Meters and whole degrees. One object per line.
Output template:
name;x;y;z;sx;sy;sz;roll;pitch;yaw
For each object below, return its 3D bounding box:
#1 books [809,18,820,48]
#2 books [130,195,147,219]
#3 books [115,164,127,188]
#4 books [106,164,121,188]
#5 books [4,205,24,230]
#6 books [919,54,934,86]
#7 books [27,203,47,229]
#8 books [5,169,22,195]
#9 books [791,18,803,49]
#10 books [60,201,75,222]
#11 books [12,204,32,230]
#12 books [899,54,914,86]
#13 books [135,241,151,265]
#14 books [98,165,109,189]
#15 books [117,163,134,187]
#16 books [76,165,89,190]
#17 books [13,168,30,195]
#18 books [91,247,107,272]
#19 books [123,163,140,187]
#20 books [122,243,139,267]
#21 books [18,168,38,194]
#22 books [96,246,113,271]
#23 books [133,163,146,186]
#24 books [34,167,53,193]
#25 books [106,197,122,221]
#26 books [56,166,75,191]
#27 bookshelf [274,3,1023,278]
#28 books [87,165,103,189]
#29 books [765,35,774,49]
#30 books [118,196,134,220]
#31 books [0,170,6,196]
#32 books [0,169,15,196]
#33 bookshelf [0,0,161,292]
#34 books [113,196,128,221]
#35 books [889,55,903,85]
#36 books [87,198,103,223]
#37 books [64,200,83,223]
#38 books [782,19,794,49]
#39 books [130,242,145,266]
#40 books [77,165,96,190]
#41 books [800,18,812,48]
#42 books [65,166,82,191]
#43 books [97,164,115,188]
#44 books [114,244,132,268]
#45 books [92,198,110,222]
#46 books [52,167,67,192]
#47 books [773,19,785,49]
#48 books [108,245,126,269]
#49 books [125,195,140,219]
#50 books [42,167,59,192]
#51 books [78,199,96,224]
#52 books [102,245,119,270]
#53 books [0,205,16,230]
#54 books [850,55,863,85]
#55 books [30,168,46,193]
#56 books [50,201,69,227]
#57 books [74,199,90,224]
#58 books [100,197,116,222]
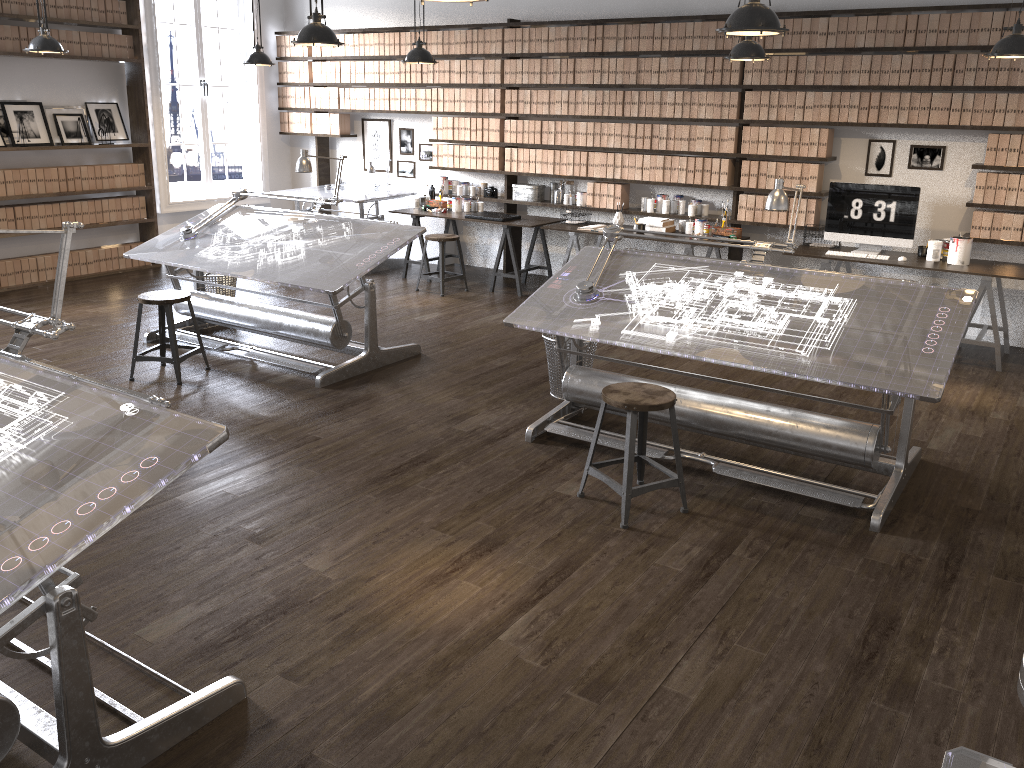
books;2.375;-2.721;6.886;0.067;0.222;0.176;11;19;32
books;-3.828;-1.814;9.060;0.175;0.223;0.067;11;18;32
books;-3.923;-2.076;8.828;0.175;0.223;0.067;11;18;32
books;-3.962;-2.060;8.775;0.175;0.222;0.067;11;18;32
books;-4.520;-1.507;8.044;0.175;0.223;0.067;11;18;32
books;3.060;-2.304;6.518;0.067;0.222;0.176;11;19;32
books;-4.404;-1.559;8.217;0.175;0.223;0.067;11;18;32
books;-4.505;-1.820;7.981;0.175;0.223;0.067;11;18;32
books;2.264;-2.746;6.958;0.067;0.223;0.176;11;19;32
books;-4.248;-1.627;8.439;0.175;0.223;0.067;11;18;32
books;-4.483;-1.526;8.106;0.175;0.222;0.067;11;18;32
books;2.945;-2.328;6.586;0.067;0.223;0.176;11;19;32
books;-3.833;-1.358;9.193;0.175;0.222;0.067;11;18;32
books;-4.031;-2.028;8.669;0.175;0.223;0.067;11;18;32
books;-3.888;-2.094;8.887;0.175;0.223;0.067;11;18;32
books;-4.147;-1.977;8.500;0.175;0.223;0.067;11;18;32
books;-4.468;-1.838;8.038;0.175;0.223;0.067;11;18;32
books;-4.108;-1.234;8.782;0.175;0.223;0.067;11;18;32
books;-3.851;-2.112;8.944;0.175;0.223;0.067;11;18;32
books;-3.913;-1.321;9.070;0.175;0.223;0.067;11;18;32
books;-4.427;-1.854;8.093;0.175;0.223;0.067;11;18;32
books;-4.076;-1.251;8.840;0.175;0.223;0.067;11;18;32
books;-3.809;-2.126;8.993;0.175;0.223;0.067;11;18;32
books;-4.344;-1.889;8.208;0.175;0.223;0.067;11;18;32
books;-3.982;-1.748;8.838;0.175;0.222;0.067;11;18;32
books;-4.227;-1.941;8.381;0.175;0.223;0.067;11;18;32
bookshelf;1.236;-1.665;8.045;9.218;3.166;0.377;12;19;32
books;-4.073;-2.013;8.617;0.175;0.223;0.067;11;18;32
books;2.087;-2.785;7.071;0.067;0.223;0.176;11;19;32
books;-3.909;-1.781;8.948;0.175;0.223;0.067;11;18;32
books;-4.582;-1.785;7.864;0.175;0.222;0.067;11;18;32
books;-4.541;-1.802;7.922;0.175;0.223;0.067;11;18;32
bookshelf;-4.481;-2.041;8.033;0.414;3.675;2.496;11;18;32
books;-3.942;-1.763;8.890;0.175;0.223;0.067;11;18;32
books;2.886;-2.342;6.627;0.067;0.223;0.176;11;19;32
books;-4.096;-1.697;8.672;0.175;0.223;0.067;11;18;32
books;-4.209;-1.644;8.498;0.175;0.223;0.067;11;18;32
books;2.205;-2.759;6.996;0.067;0.223;0.176;11;19;32
books;-3.877;-1.340;9.133;0.175;0.222;0.067;11;18;32
books;-4.112;-1.995;8.560;0.175;0.223;0.067;11;18;32
books;2.317;-2.732;6.918;0.067;0.223;0.176;11;19;32
books;-4.191;-1.961;8.445;0.175;0.223;0.067;11;18;32
books;-3.998;-2.045;8.725;0.175;0.222;0.067;11;18;32
books;-3.959;-1.303;9.012;0.175;0.223;0.067;11;18;32
books;-4.054;-1.714;8.727;0.175;0.223;0.067;11;18;32
books;-4.273;-1.924;8.324;0.175;0.222;0.067;11;18;32
books;2.143;-2.771;7.030;0.067;0.223;0.176;11;19;32
books;-3.994;-1.285;8.952;0.175;0.223;0.067;11;18;32
books;-3.870;-1.798;9.005;0.175;0.223;0.067;11;18;32
books;-4.313;-1.905;8.262;0.175;0.222;0.067;11;18;32
books;-4.136;-1.680;8.617;0.175;0.223;0.067;11;18;32
books;-4.037;-1.269;8.897;0.175;0.223;0.067;11;18;32
books;-4.566;-1.490;7.986;0.175;0.223;0.067;11;18;32
books;2.651;-2.394;6.776;0.067;0.222;0.176;11;19;32
books;-4.384;-1.871;8.150;0.175;0.223;0.067;11;18;32
books;-4.287;-1.612;8.390;0.175;0.222;0.067;11;18;32
books;-4.171;-1.663;8.558;0.175;0.223;0.067;11;18;32
books;-4.016;-1.732;8.787;0.175;0.222;0.067;11;18;32
